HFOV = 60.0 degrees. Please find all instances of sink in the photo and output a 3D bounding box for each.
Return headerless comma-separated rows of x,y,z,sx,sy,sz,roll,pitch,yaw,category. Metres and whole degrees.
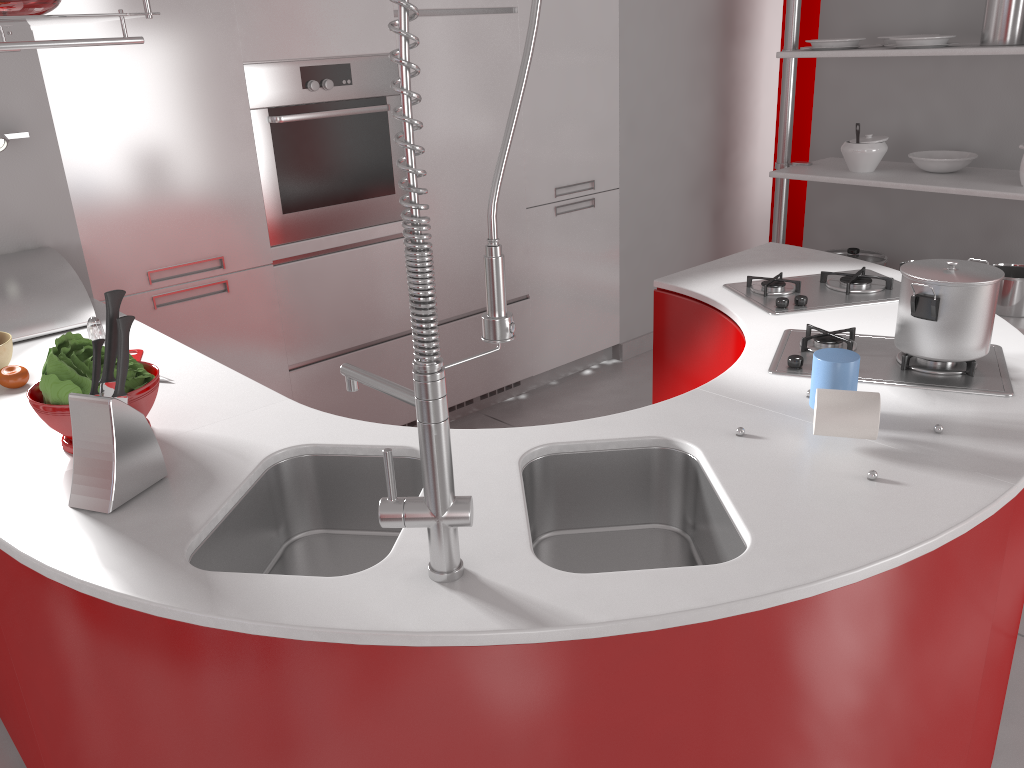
0.182,0.274,1.438,0.326,0.172,0.428,-4,22,-2,sink
-0.304,0.286,1.468,0.326,0.172,0.428,1,22,9,sink

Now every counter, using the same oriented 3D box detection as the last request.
-0.196,0.390,2.098,2.865,0.880,1.868,-6,22,-7,counter

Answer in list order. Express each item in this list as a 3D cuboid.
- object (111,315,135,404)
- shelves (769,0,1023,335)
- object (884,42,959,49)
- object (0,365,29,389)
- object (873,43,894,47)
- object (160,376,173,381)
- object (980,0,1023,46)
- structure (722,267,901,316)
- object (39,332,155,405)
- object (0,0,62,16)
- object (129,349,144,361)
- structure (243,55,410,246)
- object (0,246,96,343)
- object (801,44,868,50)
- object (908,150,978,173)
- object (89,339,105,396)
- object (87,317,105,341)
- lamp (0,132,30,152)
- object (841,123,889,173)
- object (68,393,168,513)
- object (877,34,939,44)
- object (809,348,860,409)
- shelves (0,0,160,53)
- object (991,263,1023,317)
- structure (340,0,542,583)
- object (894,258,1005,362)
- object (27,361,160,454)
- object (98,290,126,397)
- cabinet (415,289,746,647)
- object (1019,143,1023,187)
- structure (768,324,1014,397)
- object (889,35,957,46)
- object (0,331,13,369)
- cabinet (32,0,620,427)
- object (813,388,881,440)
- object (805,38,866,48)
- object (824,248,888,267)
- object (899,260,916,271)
-0.634,0.036,1.441,0.012,0.279,0.130,5,23,18,object
1.845,-1.210,3.540,0.535,2.599,1.735,-21,28,-38,shelves
1.631,-1.346,3.532,0.280,0.015,0.280,-7,22,-11,object
-1.114,-0.014,1.982,0.063,0.047,0.065,-21,28,-38,object
1.691,-1.454,3.796,0.280,0.015,0.280,-4,22,-4,object
-0.909,-0.035,2.041,0.375,0.008,0.041,7,24,24,object
1.866,-1.387,3.342,0.172,0.205,0.184,-18,26,-33,object
0.836,-0.266,2.377,0.457,0.037,0.303,-7,22,-10,structure
-0.772,0.002,1.651,0.193,0.182,0.198,-18,26,-33,object
-0.907,-0.772,1.531,0.213,0.266,0.213,-8,22,-12,object
-0.959,-0.037,2.070,0.168,0.006,0.266,-8,22,-13,object
-0.611,-0.825,3.105,0.599,0.589,0.050,-21,28,-38,structure
-1.379,-0.225,2.361,0.400,0.170,0.300,-21,28,-38,object
1.385,-1.443,3.807,0.280,0.015,0.280,-4,22,-4,object
1.841,-0.946,3.800,0.272,0.072,0.272,2,22,12,object
-0.684,0.029,1.459,0.009,0.197,0.091,5,23,18,object
-1.063,-0.140,2.262,0.042,0.066,0.043,-14,24,-26,object
-1.466,-0.612,2.264,0.454,0.081,0.155,-21,28,-38,lamp
1.541,-1.039,3.879,0.192,0.214,0.192,12,26,32,object
-0.664,0.096,1.457,0.091,0.178,0.137,6,23,20,object
1.690,-1.466,3.791,0.244,0.042,0.244,15,28,37,object
0.592,-0.011,1.627,0.080,0.100,0.109,6,23,20,object
-1.131,-1.141,1.600,0.462,1.023,0.934,-21,28,-38,shelves
2.043,-0.384,3.619,0.240,0.161,0.259,10,25,29,object
-0.103,-0.192,1.110,0.308,0.920,0.178,-2,22,2,structure
0.882,-0.159,1.802,0.189,0.185,0.218,1,22,10,object
-0.777,0.049,1.678,0.229,0.118,0.228,5,23,18,object
-0.657,0.015,1.452,0.014,0.322,0.150,5,23,18,object
-0.348,0.283,2.301,1.875,0.761,1.025,-1,22,4,cabinet
2.095,-0.860,3.385,0.282,0.197,0.235,14,27,36,object
0.797,-0.068,1.882,0.457,0.037,0.303,6,23,22,structure
1.631,-1.359,3.527,0.244,0.042,0.244,11,25,31,object
-1.251,-0.049,2.036,0.201,0.086,0.201,-20,27,-37,object
-0.593,-0.797,3.584,2.398,2.026,0.614,-21,28,-38,cabinet
0.569,0.045,1.512,0.100,0.080,0.109,4,23,17,object
1.385,-1.456,3.802,0.244,0.042,0.244,11,25,31,object
1.572,-0.564,4.176,0.407,0.130,0.308,-17,26,-31,object
1.795,-0.463,3.902,0.182,0.122,0.196,0,22,6,object
